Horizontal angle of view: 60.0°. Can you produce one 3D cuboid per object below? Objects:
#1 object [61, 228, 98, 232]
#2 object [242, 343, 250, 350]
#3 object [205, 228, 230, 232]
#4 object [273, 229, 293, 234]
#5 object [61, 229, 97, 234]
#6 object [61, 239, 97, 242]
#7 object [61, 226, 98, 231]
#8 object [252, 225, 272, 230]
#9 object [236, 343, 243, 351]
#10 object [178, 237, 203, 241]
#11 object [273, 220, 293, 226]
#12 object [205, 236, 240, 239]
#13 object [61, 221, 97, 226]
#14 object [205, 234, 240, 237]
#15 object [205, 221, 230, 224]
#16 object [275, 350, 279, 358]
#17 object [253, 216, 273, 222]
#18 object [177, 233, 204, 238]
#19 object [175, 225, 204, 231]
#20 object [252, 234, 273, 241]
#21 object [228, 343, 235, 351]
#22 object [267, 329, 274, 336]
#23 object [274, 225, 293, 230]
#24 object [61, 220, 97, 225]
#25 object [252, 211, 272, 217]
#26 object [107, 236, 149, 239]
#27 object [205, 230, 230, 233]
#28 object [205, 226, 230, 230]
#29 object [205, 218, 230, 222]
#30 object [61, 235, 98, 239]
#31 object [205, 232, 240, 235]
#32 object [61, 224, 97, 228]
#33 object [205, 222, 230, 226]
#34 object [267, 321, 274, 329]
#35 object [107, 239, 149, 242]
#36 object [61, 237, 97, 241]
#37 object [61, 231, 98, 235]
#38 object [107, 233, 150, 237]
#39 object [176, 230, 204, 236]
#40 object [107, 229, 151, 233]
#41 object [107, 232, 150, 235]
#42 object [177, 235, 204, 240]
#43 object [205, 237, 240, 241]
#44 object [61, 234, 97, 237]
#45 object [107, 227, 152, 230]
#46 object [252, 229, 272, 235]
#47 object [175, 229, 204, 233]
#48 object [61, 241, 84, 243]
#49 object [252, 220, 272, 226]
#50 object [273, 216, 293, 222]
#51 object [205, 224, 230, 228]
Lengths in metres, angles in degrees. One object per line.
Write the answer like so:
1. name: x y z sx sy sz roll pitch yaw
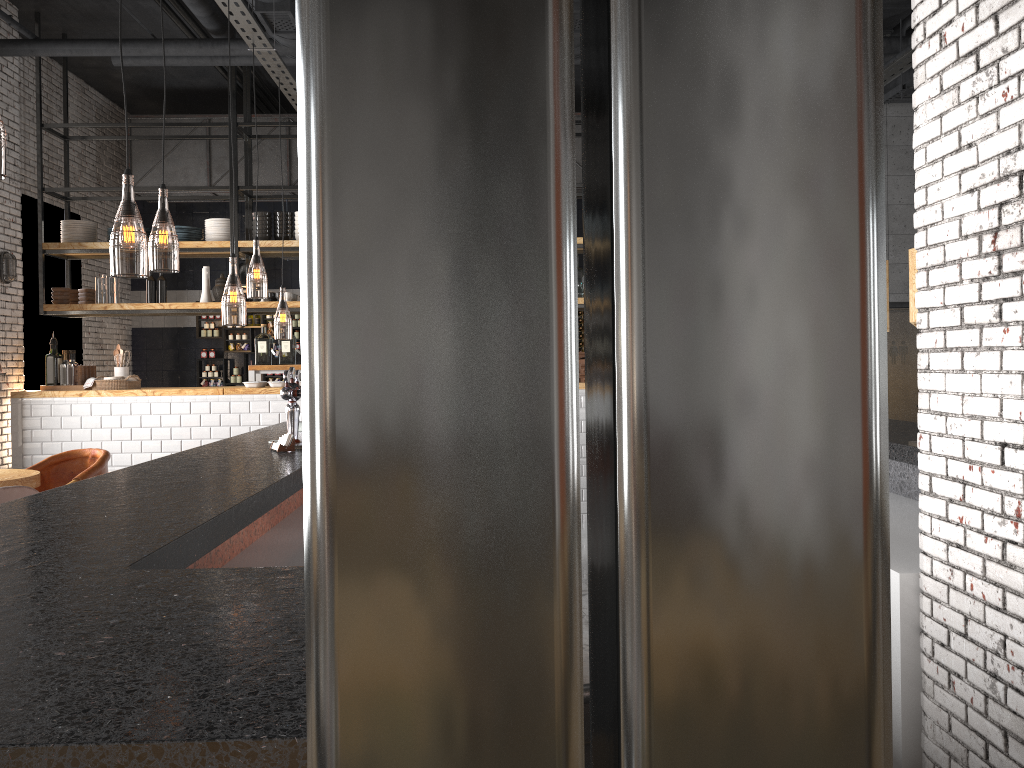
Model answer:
1. object: -4.368 -1.536 8.950 0.334 0.038 0.335 0 1 19
2. object: -3.583 -0.505 11.961 0.092 0.108 0.105 -1 1 9
3. object: -2.940 -1.539 8.997 0.334 0.039 0.335 -1 1 6
4. object: -2.324 -1.513 9.022 0.196 0.101 0.196 -1 1 17
5. object: -4.369 -1.517 8.951 0.334 0.043 0.335 0 2 37
6. object: -4.367 -1.423 8.952 0.334 0.042 0.335 0 2 37
7. object: -4.369 -1.555 8.950 0.335 0.035 0.335 -1 1 -26
8. object: -2.537 -1.554 9.015 0.196 0.102 0.196 0 1 27
9. object: -3.674 -0.504 11.957 0.089 0.108 0.106 -1 1 -41
10. object: -3.358 -1.440 8.984 0.454 0.045 0.454 -2 1 -27
11. object: -2.326 -1.601 9.019 0.196 0.102 0.196 -1 1 9
12. object: -2.938 -1.464 8.997 0.335 0.037 0.335 -2 2 -36
13. object: -4.369 -1.595 8.951 0.335 0.042 0.334 -1 1 -6
14. object: -2.939 -1.484 8.996 0.335 0.040 0.335 -2 2 -38
15. object: -2.941 -1.616 8.996 0.335 0.039 0.335 -2 1 -27
16. object: -3.166 -0.406 11.988 0.090 0.101 0.111 -1 1 -35
17. object: -2.533 -1.643 9.012 0.196 0.107 0.196 0 1 26
18. object: -3.360 -1.487 8.983 0.454 0.038 0.454 -1 1 -1
19. object: -3.360 -1.558 8.983 0.454 0.039 0.454 0 1 18
20. object: -2.536 -1.465 9.016 0.196 0.102 0.196 -1 1 10
21. object: -3.780 -0.505 11.953 0.092 0.112 0.100 -1 1 -16
22. object: -3.259 -0.701 11.971 0.089 0.108 0.106 -1 1 -41
23. object: -2.323 -1.558 9.017 0.196 0.107 0.196 -1 1 -30
24. object: -4.369 -1.614 8.951 0.334 0.039 0.335 -1 1 -11
25. object: -2.541 -1.687 9.015 0.196 0.105 0.196 0 1 20
26. object: -3.849 -1.456 8.967 0.454 0.044 0.454 -1 1 -6
27. object: -2.940 -1.523 8.996 0.335 0.040 0.335 0 2 43
28. object: -2.941 -1.558 8.996 0.334 0.043 0.335 -1 1 -18
29. object: -2.941 -1.636 8.997 0.335 0.039 0.334 -2 1 -28
30. object: -4.368 -1.462 8.952 0.335 0.044 0.334 -2 2 -35
31. object: -2.939 -1.504 8.997 0.335 0.039 0.334 -2 2 -35
32. object: -4.370 -1.575 8.950 0.334 0.040 0.335 -1 1 -12
33. object: -2.941 -1.597 8.997 0.335 0.044 0.334 -2 2 -31
34. object: -3.264 -0.804 11.969 0.092 0.112 0.100 -1 1 -16
35. object: -3.848 -1.433 8.968 0.454 0.043 0.454 -1 1 1
36. object: -4.368 -1.443 8.951 0.334 0.039 0.335 -1 1 -15
37. object: -4.368 -1.501 8.951 0.334 0.038 0.335 0 1 23
38. object: -3.848 -1.479 8.968 0.454 0.038 0.454 -1 1 -25
39. object: -3.360 -1.510 8.983 0.454 0.037 0.454 0 2 43
40. object: -3.850 -1.527 8.967 0.454 0.047 0.454 -1 1 -5
41. object: -3.849 -1.503 8.967 0.454 0.043 0.454 -1 1 4
42. object: -3.360 -1.464 8.983 0.454 0.042 0.454 -2 2 -41
43. object: -2.938 -1.446 8.998 0.335 0.046 0.334 -1 1 -21
44. object: -4.368 -1.482 8.950 0.334 0.042 0.335 -2 2 -42
45. object: -3.849 -1.551 8.966 0.454 0.050 0.454 -1 1 11
46. object: -2.538 -1.510 9.015 0.196 0.104 0.196 -2 1 -38
47. object: -3.360 -1.535 8.982 0.454 0.050 0.453 -1 1 -26
48. object: -4.366 -1.403 8.951 0.335 0.033 0.335 0 2 36
49. object: -2.537 -1.598 9.014 0.196 0.100 0.196 -2 1 -36
50. object: -2.326 -1.646 9.019 0.196 0.102 0.196 -1 1 -9
51. object: -2.940 -1.578 8.997 0.335 0.041 0.334 -2 2 -32
